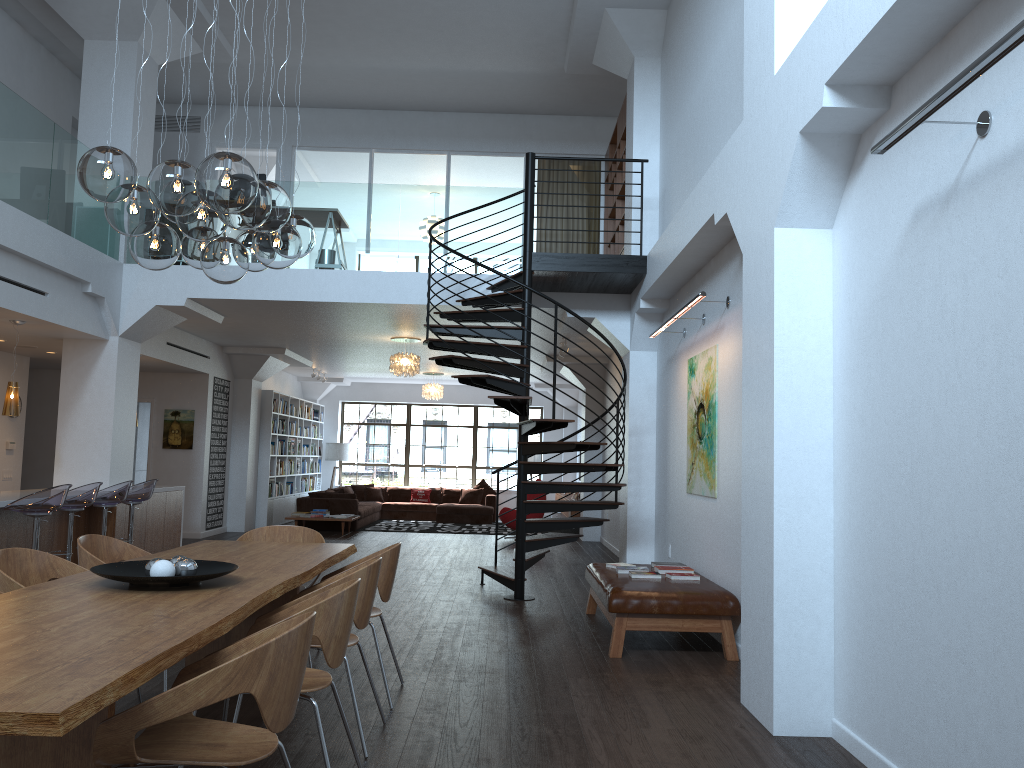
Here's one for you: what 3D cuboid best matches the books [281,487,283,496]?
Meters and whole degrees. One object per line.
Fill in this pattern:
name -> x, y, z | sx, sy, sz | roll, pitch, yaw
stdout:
books -> -4.352, 1.952, 16.465 | 0.174, 0.236, 0.142 | 2, -5, -1

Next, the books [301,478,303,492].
books -> -4.373, 2.066, 18.095 | 0.198, 0.284, 0.066 | 2, -5, -1

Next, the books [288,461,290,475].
books -> -4.341, 1.602, 16.911 | 0.183, 0.253, 0.034 | 2, -5, -1

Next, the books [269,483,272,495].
books -> -4.347, 1.878, 15.698 | 0.183, 0.253, 0.042 | 2, -5, 0

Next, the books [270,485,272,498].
books -> -4.332, 1.890, 15.660 | 0.161, 0.223, 0.032 | 2, -5, 0

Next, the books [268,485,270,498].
books -> -4.336, 1.880, 15.542 | 0.161, 0.223, 0.032 | 2, -5, 0

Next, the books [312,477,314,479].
books -> -4.362, 2.149, 19.148 | 0.140, 0.298, 0.044 | 2, -5, 0

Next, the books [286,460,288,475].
books -> -4.348, 1.573, 16.759 | 0.198, 0.284, 0.066 | 2, -5, -1

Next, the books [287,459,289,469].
books -> -4.341, 1.579, 16.870 | 0.176, 0.290, 0.053 | 2, -5, -1

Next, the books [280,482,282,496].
books -> -4.350, 1.936, 16.376 | 0.183, 0.253, 0.042 | 2, -5, 0

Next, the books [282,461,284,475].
books -> -4.337, 1.564, 16.469 | 0.183, 0.253, 0.034 | 2, -5, 0

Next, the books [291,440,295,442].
books -> -4.349, 1.115, 17.348 | 0.144, 0.024, 0.208 | 1, -5, 5

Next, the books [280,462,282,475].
books -> -4.338, 1.557, 16.353 | 0.171, 0.246, 0.057 | 2, -5, 0

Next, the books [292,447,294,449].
books -> -4.360, 1.246, 17.319 | 0.168, 0.045, 0.231 | 2, -5, -5

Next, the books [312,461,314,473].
books -> -4.368, 1.790, 19.129 | 0.183, 0.253, 0.042 | 2, -5, 0

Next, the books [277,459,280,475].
books -> -4.342, 1.525, 16.229 | 0.176, 0.290, 0.053 | 2, -5, 0

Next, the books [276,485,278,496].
books -> -4.341, 1.936, 16.099 | 0.161, 0.223, 0.030 | 2, -5, -1

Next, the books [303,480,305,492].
books -> -4.366, 2.095, 18.247 | 0.183, 0.253, 0.034 | 2, -5, -1

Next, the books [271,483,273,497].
books -> -4.347, 1.885, 15.780 | 0.180, 0.251, 0.048 | 2, -5, 0

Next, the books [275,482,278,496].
books -> -4.351, 1.914, 16.138 | 0.183, 0.253, 0.042 | 2, -5, 0

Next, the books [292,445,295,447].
books -> -4.351, 1.203, 17.319 | 0.183, 0.042, 0.253 | 2, -5, 0

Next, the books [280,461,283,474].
books -> -4.341, 1.561, 16.436 | 0.183, 0.253, 0.034 | 2, -5, 0

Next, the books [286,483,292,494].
books -> -4.349, 2.031, 17.190 | 0.146, 0.202, 0.027 | 2, -5, 0

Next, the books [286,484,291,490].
books -> -4.352, 2.031, 17.130 | 0.139, 0.191, 0.036 | 2, -5, 0

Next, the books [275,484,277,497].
books -> -4.351, 1.917, 16.025 | 0.176, 0.231, 0.053 | 2, -5, 0

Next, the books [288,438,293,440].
books -> -4.322, 1.042, 16.919 | 0.223, 0.027, 0.161 | 1, -5, 9

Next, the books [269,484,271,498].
books -> -4.336, 1.875, 15.585 | 0.174, 0.240, 0.054 | 2, -5, 0

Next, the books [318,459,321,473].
books -> -4.369, 1.832, 19.835 | 0.176, 0.290, 0.053 | 2, -5, 0

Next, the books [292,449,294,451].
books -> -4.375, 1.288, 17.301 | 0.180, 0.042, 0.259 | 2, -5, 0

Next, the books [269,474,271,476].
books -> -4.361, 1.601, 15.627 | 0.197, 0.035, 0.284 | 2, -5, -10

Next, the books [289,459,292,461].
books -> -4.346, 1.602, 17.141 | 0.176, 0.290, 0.036 | 2, -5, -1

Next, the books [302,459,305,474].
books -> -4.364, 1.700, 18.278 | 0.197, 0.290, 0.136 | 2, -5, 0

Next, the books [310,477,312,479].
books -> -4.392, 2.145, 19.035 | 0.198, 0.284, 0.066 | 2, -5, 0

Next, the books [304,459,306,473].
books -> -4.360, 1.704, 18.341 | 0.176, 0.293, 0.125 | 2, -5, 0

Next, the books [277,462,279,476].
books -> -4.339, 1.540, 16.145 | 0.171, 0.246, 0.057 | 2, -5, 0

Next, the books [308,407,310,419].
books -> -4.332, 0.615, 18.546 | 0.183, 0.253, 0.034 | 2, -5, 0

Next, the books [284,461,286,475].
books -> -4.339, 1.575, 16.605 | 0.183, 0.253, 0.034 | 2, -5, 0

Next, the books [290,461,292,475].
books -> -4.337, 1.618, 17.105 | 0.183, 0.253, 0.034 | 2, -5, -1

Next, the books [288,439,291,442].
books -> -4.331, 1.080, 16.938 | 0.174, 0.045, 0.240 | 2, -5, -1

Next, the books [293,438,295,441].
books -> -4.341, 1.081, 17.347 | 0.129, 0.043, 0.185 | 0, -5, 14

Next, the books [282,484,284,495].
books -> -4.345, 1.972, 16.520 | 0.161, 0.207, 0.135 | 2, -5, -1

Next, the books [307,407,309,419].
books -> -4.329, 0.612, 18.464 | 0.171, 0.246, 0.057 | 2, -5, 0

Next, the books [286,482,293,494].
books -> -4.359, 2.030, 17.357 | 0.140, 0.231, 0.042 | 2, -5, 0

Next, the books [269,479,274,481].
books -> -4.329, 1.687, 15.630 | 0.223, 0.027, 0.161 | 1, -5, 9

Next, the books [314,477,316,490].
books -> -4.386, 2.170, 19.366 | 0.176, 0.290, 0.053 | 2, -5, 0

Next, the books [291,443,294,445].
books -> -4.357, 1.168, 17.328 | 0.161, 0.033, 0.223 | 2, -5, 0

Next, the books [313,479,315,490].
books -> -4.383, 2.185, 19.281 | 0.171, 0.246, 0.057 | 2, -5, 0

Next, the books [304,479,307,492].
books -> -4.362, 2.111, 18.441 | 0.183, 0.253, 0.034 | 2, -5, -1

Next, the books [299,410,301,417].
books -> -4.324, 0.555, 17.724 | 0.174, 0.236, 0.136 | 2, -5, -1
